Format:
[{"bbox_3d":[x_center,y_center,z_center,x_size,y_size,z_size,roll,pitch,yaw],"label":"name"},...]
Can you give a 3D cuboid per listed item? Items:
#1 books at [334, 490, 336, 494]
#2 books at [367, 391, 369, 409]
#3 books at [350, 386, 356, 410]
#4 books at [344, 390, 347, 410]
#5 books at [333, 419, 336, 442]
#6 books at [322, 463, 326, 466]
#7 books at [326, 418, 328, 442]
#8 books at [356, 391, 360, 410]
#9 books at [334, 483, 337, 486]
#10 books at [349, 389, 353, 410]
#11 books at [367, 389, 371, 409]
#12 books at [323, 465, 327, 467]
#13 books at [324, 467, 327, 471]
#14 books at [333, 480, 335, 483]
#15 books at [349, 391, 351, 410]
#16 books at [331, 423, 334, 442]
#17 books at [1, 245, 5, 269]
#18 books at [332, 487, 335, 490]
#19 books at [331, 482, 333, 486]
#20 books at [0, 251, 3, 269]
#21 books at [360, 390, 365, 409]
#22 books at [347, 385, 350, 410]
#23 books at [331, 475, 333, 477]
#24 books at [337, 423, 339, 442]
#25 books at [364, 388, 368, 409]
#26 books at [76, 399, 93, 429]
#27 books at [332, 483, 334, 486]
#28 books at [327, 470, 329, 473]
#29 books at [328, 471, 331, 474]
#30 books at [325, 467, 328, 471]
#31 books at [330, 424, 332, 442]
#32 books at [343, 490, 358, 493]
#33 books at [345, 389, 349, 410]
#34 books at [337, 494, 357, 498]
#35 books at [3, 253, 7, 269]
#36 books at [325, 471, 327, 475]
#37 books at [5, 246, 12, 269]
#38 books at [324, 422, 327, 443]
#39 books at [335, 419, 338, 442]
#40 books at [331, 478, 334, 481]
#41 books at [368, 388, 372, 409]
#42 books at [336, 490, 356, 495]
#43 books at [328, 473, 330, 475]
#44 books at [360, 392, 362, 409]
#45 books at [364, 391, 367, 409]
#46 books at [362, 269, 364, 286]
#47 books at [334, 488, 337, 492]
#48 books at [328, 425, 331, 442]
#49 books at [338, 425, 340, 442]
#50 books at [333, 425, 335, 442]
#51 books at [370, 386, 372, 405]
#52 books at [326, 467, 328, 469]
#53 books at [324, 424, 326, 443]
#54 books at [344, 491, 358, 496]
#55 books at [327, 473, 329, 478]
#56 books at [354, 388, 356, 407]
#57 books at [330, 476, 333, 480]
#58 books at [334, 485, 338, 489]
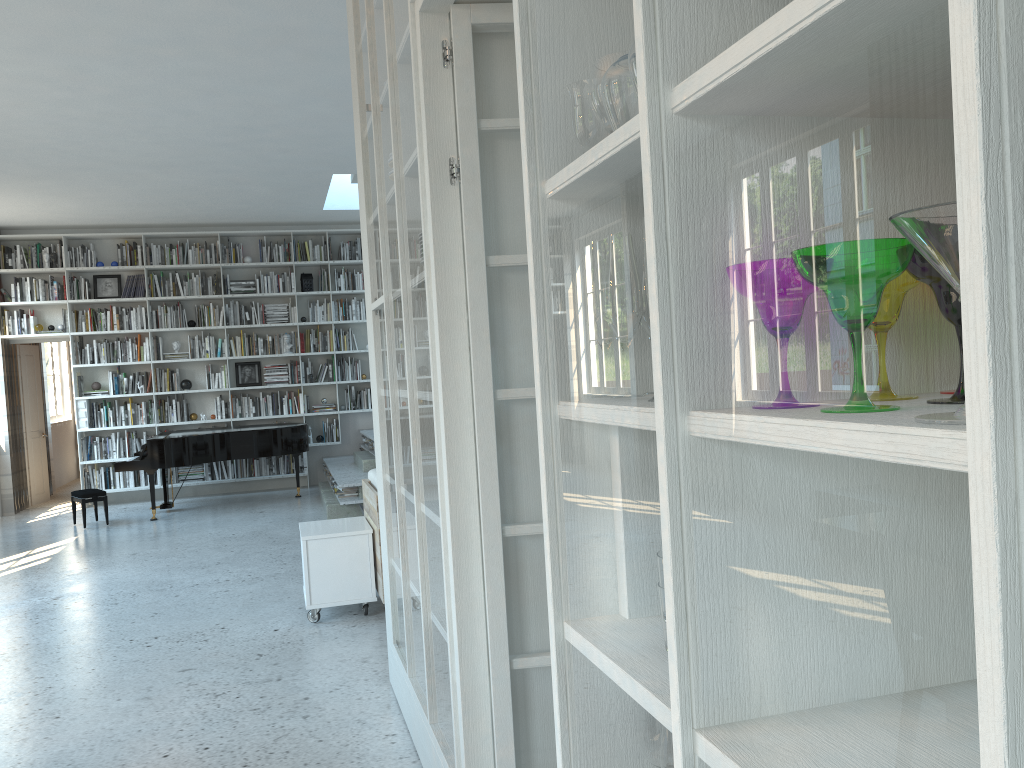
[{"bbox_3d":[-1.675,1.070,8.848,0.191,0.016,0.208,-4,1,-10],"label":"books"},{"bbox_3d":[-1.820,0.201,11.140,0.012,0.221,0.153,-4,2,-15],"label":"books"},{"bbox_3d":[-1.984,0.175,11.069,0.030,0.294,0.188,-4,2,-15],"label":"books"},{"bbox_3d":[-2.076,0.201,11.065,0.012,0.254,0.161,-4,2,-15],"label":"books"},{"bbox_3d":[-2.188,0.569,10.937,0.021,0.285,0.172,-4,2,-15],"label":"books"},{"bbox_3d":[-2.232,0.980,10.912,0.191,0.013,0.243,-4,1,-19],"label":"books"},{"bbox_3d":[-2.279,0.566,10.932,0.032,0.300,0.149,-4,2,-15],"label":"books"},{"bbox_3d":[-1.930,0.203,11.100,0.065,0.231,0.162,-4,2,-15],"label":"books"},{"bbox_3d":[-1.671,0.996,8.848,0.168,0.013,0.281,-4,1,-20],"label":"books"},{"bbox_3d":[-2.009,0.196,11.064,0.023,0.256,0.178,-4,2,-15],"label":"books"},{"bbox_3d":[-1.799,0.184,11.128,0.025,0.252,0.181,-4,2,-15],"label":"books"},{"bbox_3d":[-2.223,1.003,10.915,0.187,0.009,0.211,-4,1,-16],"label":"books"},{"bbox_3d":[-2.153,1.015,10.630,0.191,0.028,0.212,-4,1,-11],"label":"books"},{"bbox_3d":[-1.748,1.004,9.139,0.180,0.017,0.182,-4,1,-18],"label":"books"},{"bbox_3d":[-2.033,0.205,11.083,0.015,0.240,0.152,-4,2,-15],"label":"books"},{"bbox_3d":[-2.215,0.600,10.940,0.012,0.226,0.149,-4,2,-15],"label":"books"},{"bbox_3d":[-5.741,-1.418,10.041,0.014,0.286,0.175,-4,2,-15],"label":"books"},{"bbox_3d":[-1.752,1.075,9.139,0.193,0.005,0.224,-4,1,-19],"label":"books"},{"bbox_3d":[-1.831,1.052,9.434,0.189,0.009,0.290,-4,1,-12],"label":"books"},{"bbox_3d":[-5.759,-1.386,10.046,0.023,0.223,0.151,-4,2,-15],"label":"books"},{"bbox_3d":[-1.877,0.198,11.126,0.029,0.235,0.142,-4,2,-15],"label":"books"},{"bbox_3d":[-2.040,0.168,11.055,0.010,0.316,0.186,-4,2,-15],"label":"books"},{"bbox_3d":[-1.826,0.971,9.434,0.170,0.014,0.281,-4,1,-18],"label":"books"},{"bbox_3d":[-2.157,0.593,10.953,0.013,0.233,0.149,-4,2,-15],"label":"books"},{"bbox_3d":[-1.833,0.178,11.130,0.014,0.268,0.171,-4,2,-15],"label":"books"},{"bbox_3d":[-4.942,0.345,10.257,0.106,0.340,0.307,-4,2,-15],"label":"books"},{"bbox_3d":[-1.749,1.035,9.139,0.189,0.013,0.215,-4,1,-17],"label":"books"},{"bbox_3d":[-1.993,0.978,10.031,0.182,0.016,0.198,-4,1,-10],"label":"books"},{"bbox_3d":[-1.910,0.966,9.732,0.179,0.012,0.249,-4,1,-18],"label":"books"},{"bbox_3d":[-2.069,0.984,10.333,0.180,0.015,0.294,-4,1,-17],"label":"books"},{"bbox_3d":[-2.229,0.602,10.919,0.026,0.225,0.175,-4,2,-15],"label":"books"},{"bbox_3d":[-1.567,1.019,8.561,0.137,0.019,0.224,-4,1,-14],"label":"books"},{"bbox_3d":[-2.054,0.196,11.050,0.023,0.262,0.186,-4,2,-15],"label":"books"},{"bbox_3d":[-1.589,1.070,8.556,0.184,0.017,0.230,-4,1,-13],"label":"books"},{"bbox_3d":[-5.720,-1.374,10.050,0.024,0.195,0.167,-4,2,-15],"label":"books"},{"bbox_3d":[-2.143,1.056,10.634,0.189,0.030,0.237,-4,1,-15],"label":"books"},{"bbox_3d":[-5.697,-1.412,10.050,0.025,0.269,0.177,-4,2,-15],"label":"books"},{"bbox_3d":[-2.295,0.595,10.909,0.014,0.246,0.176,-4,2,-15],"label":"books"},{"bbox_3d":[-2.175,0.575,10.962,0.015,0.271,0.157,-4,2,-15],"label":"books"},{"bbox_3d":[-1.822,1.015,9.436,0.160,0.025,0.244,-4,1,-20],"label":"books"},{"bbox_3d":[-1.788,0.179,11.164,0.016,0.261,0.098,-4,2,-15],"label":"books"},{"bbox_3d":[-1.596,1.039,8.554,0.187,0.017,0.205,-4,1,-10],"label":"books"},{"bbox_3d":[-2.059,1.037,10.337,0.172,0.014,0.221,-4,1,-14],"label":"books"},{"bbox_3d":[-1.893,0.208,11.111,0.011,0.217,0.175,-4,2,-15],"label":"books"},{"bbox_3d":[-1.851,0.199,11.129,0.024,0.228,0.159,-4,2,-15],"label":"books"},{"bbox_3d":[-1.872,-1.293,11.120,0.010,0.272,0.120,-4,2,-15],"label":"books"},{"bbox_3d":[-1.672,1.051,8.848,0.191,0.006,0.275,-4,1,-13],"label":"books"},{"bbox_3d":[-2.254,0.614,10.938,0.013,0.202,0.139,-4,2,-15],"label":"books"},{"bbox_3d":[-2.148,0.605,10.969,0.012,0.206,0.160,-4,2,-15],"label":"books"},{"bbox_3d":[-2.199,0.606,10.927,0.011,0.212,0.178,-4,2,-15],"label":"books"},{"bbox_3d":[-1.763,0.165,11.157,0.012,0.285,0.159,-4,2,-15],"label":"books"},{"bbox_3d":[-2.000,0.942,10.029,0.193,0.005,0.224,-4,1,-19],"label":"books"},{"bbox_3d":[-2.311,0.604,10.923,0.012,0.229,0.129,-4,2,-15],"label":"books"},{"bbox_3d":[-1.561,1.053,8.563,0.132,0.014,0.205,-4,1,-15],"label":"books"},{"bbox_3d":[-2.064,1.058,10.336,0.177,0.026,0.230,-4,1,-12],"label":"books"},{"bbox_3d":[-1.967,0.183,11.084,0.010,0.277,0.174,-4,2,-15],"label":"books"},{"bbox_3d":[-1.904,1.023,9.735,0.182,0.013,0.287,-4,1,-14],"label":"books"},{"bbox_3d":[-1.672,1.020,8.848,0.191,0.015,0.246,-4,1,-14],"label":"books"}]
